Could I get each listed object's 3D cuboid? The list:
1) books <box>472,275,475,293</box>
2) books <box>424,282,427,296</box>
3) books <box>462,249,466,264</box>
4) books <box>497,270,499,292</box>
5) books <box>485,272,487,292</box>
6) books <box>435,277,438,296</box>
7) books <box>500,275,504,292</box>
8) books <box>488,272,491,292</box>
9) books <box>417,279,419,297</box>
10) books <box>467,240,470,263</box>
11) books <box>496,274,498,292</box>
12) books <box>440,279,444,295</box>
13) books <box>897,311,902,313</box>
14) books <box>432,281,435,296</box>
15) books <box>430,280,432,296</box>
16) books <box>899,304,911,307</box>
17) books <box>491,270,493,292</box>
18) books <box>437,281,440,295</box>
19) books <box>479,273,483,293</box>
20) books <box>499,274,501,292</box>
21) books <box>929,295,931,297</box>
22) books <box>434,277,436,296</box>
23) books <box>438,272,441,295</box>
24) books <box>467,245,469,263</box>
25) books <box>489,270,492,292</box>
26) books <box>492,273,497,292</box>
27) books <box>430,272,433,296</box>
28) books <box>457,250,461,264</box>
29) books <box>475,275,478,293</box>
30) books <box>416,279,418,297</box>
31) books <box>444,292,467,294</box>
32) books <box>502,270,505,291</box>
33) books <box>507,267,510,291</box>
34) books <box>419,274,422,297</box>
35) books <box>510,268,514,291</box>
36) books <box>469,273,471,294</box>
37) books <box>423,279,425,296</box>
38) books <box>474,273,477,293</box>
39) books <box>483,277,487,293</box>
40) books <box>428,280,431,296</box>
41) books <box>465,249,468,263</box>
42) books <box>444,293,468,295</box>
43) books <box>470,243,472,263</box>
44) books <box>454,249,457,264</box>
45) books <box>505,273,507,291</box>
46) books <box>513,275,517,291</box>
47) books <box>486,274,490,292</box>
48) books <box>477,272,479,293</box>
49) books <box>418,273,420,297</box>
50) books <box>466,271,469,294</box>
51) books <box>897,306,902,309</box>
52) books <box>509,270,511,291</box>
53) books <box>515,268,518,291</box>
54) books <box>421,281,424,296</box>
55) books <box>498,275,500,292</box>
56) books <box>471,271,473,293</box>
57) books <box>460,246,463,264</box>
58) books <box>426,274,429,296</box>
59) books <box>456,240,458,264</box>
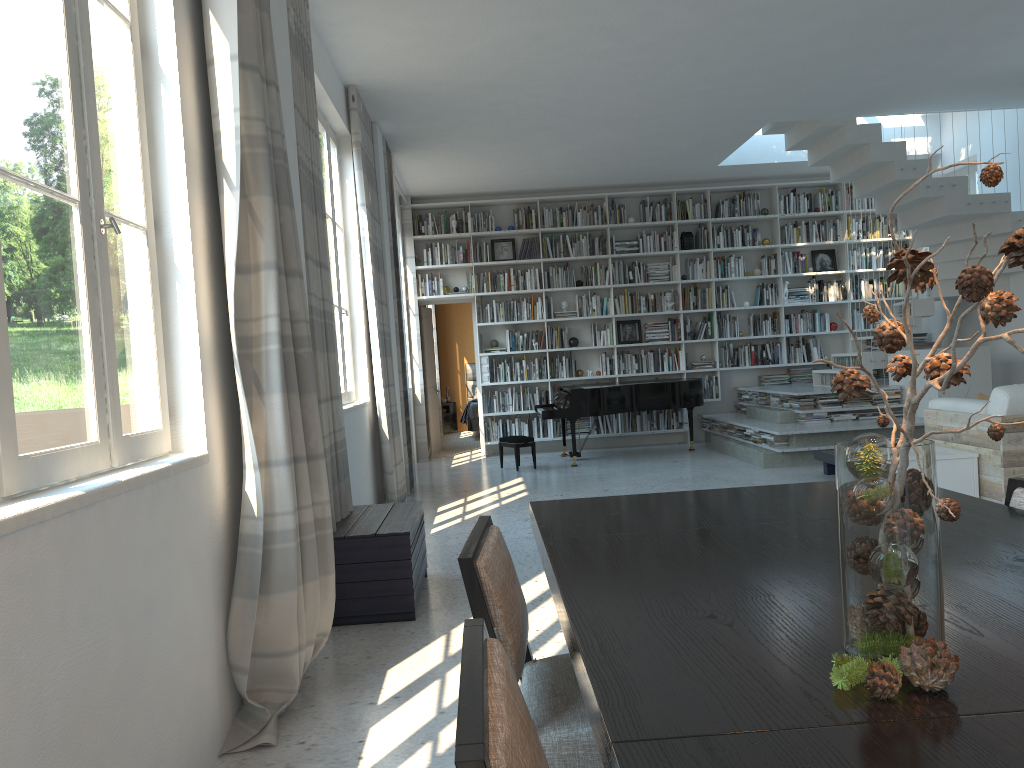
[{"bbox_3d":[-0.475,-1.219,10.951,0.021,0.224,0.231,-4,2,-2],"label":"books"},{"bbox_3d":[-1.061,-1.162,10.986,0.029,0.185,0.134,-4,2,-2],"label":"books"},{"bbox_3d":[-0.593,-1.565,10.983,0.029,0.196,0.146,-4,2,-2],"label":"books"},{"bbox_3d":[-0.175,-1.265,10.999,0.012,0.277,0.150,-4,2,-2],"label":"books"},{"bbox_3d":[-0.319,-1.249,10.989,0.010,0.263,0.150,-4,2,-2],"label":"books"},{"bbox_3d":[-0.933,-1.195,10.946,0.021,0.237,0.188,-4,2,-2],"label":"books"},{"bbox_3d":[-0.125,-1.238,10.989,0.031,0.217,0.173,-4,2,-2],"label":"books"},{"bbox_3d":[-0.276,-1.246,10.985,0.014,0.253,0.187,-4,2,-2],"label":"books"},{"bbox_3d":[-1.157,-1.174,10.957,0.013,0.222,0.162,-4,2,-2],"label":"books"},{"bbox_3d":[-0.535,-1.618,10.970,0.014,0.294,0.172,-4,2,-2],"label":"books"},{"bbox_3d":[-0.186,-1.241,11.003,0.012,0.230,0.149,-4,2,-2],"label":"books"},{"bbox_3d":[-0.865,-1.187,10.956,0.029,0.211,0.187,-4,2,-2],"label":"books"},{"bbox_3d":[4.520,-0.829,10.121,0.170,0.006,0.268,-3,1,9],"label":"books"},{"bbox_3d":[-0.965,-1.172,10.964,0.024,0.193,0.180,-4,2,-2],"label":"books"},{"bbox_3d":[-0.996,-1.177,10.967,0.011,0.206,0.163,-4,2,-2],"label":"books"},{"bbox_3d":[4.523,-0.896,10.117,0.165,0.014,0.235,-3,1,15],"label":"books"},{"bbox_3d":[-0.245,-1.260,10.978,0.011,0.277,0.164,-4,2,-2],"label":"books"},{"bbox_3d":[-0.907,-1.175,10.988,0.029,0.191,0.134,-4,2,-2],"label":"books"},{"bbox_3d":[-0.381,-1.242,10.995,0.062,0.258,0.153,-4,2,-2],"label":"books"},{"bbox_3d":[-0.147,-1.243,10.995,0.011,0.229,0.170,-4,2,-2],"label":"books"},{"bbox_3d":[4.887,-1.019,10.132,0.169,0.010,0.282,-3,1,13],"label":"books"},{"bbox_3d":[-0.949,-1.194,10.971,0.010,0.234,0.165,-4,2,-2],"label":"books"},{"bbox_3d":[-0.889,-1.230,10.967,0.013,0.299,0.179,-4,2,-2],"label":"books"},{"bbox_3d":[-0.547,-1.588,10.983,0.014,0.236,0.143,-4,2,-2],"label":"books"},{"bbox_3d":[-0.261,-1.261,10.989,0.020,0.281,0.164,-4,2,-2],"label":"books"},{"bbox_3d":[-0.216,-1.249,10.997,0.047,0.250,0.134,-4,2,-2],"label":"books"},{"bbox_3d":[-0.986,-1.222,10.948,0.013,0.297,0.187,-4,2,-2],"label":"books"},{"bbox_3d":[-0.651,-1.555,10.974,0.031,0.182,0.151,-4,2,-2],"label":"books"},{"bbox_3d":[-0.434,-1.226,10.986,0.022,0.232,0.151,-4,2,-2],"label":"books"},{"bbox_3d":[-1.171,-1.176,10.956,0.013,0.228,0.179,-4,2,-2],"label":"books"},{"bbox_3d":[-0.697,-1.123,10.985,0.285,0.012,0.159,-4,1,0],"label":"books"},{"bbox_3d":[-0.105,-1.267,10.994,0.014,0.273,0.180,-4,2,-2],"label":"books"},{"bbox_3d":[-0.046,-1.287,11.002,0.014,0.304,0.151,-4,2,-2],"label":"books"},{"bbox_3d":[-1.128,-1.206,10.957,0.023,0.282,0.170,-4,2,-2],"label":"books"},{"bbox_3d":[0.000,-1.280,10.980,0.030,0.286,0.185,-4,2,-2],"label":"books"},{"bbox_3d":[-0.520,-1.239,11.001,0.044,0.269,0.133,-4,2,-2],"label":"books"},{"bbox_3d":[-1.081,-1.178,10.959,0.010,0.220,0.181,-4,2,-2],"label":"books"},{"bbox_3d":[-0.452,-1.236,10.994,0.012,0.254,0.161,-4,2,-2],"label":"books"},{"bbox_3d":[-0.335,-1.213,10.974,0.026,0.195,0.175,-4,2,-2],"label":"books"},{"bbox_3d":[-1.014,-1.180,10.987,0.023,0.214,0.140,-4,2,-2],"label":"books"},{"bbox_3d":[-0.565,-1.563,10.969,0.026,0.188,0.154,-4,2,-2],"label":"books"},{"bbox_3d":[-0.696,-1.111,10.983,0.285,0.012,0.159,-4,1,-5],"label":"books"},{"bbox_3d":[-0.509,-1.607,10.987,0.037,0.268,0.113,-4,2,-2],"label":"books"},{"bbox_3d":[-0.694,-1.560,10.982,0.029,0.198,0.144,-4,2,-2],"label":"books"},{"bbox_3d":[-0.074,-1.252,11.000,0.047,0.238,0.162,-4,2,-2],"label":"books"},{"bbox_3d":[0.033,-1.237,10.979,0.029,0.195,0.192,-4,2,-2],"label":"books"},{"bbox_3d":[-0.298,-1.233,10.986,0.030,0.230,0.172,-4,2,-2],"label":"books"},{"bbox_3d":[-0.418,-1.242,10.978,0.012,0.263,0.180,-4,2,-2],"label":"books"},{"bbox_3d":[-1.147,-1.216,10.979,0.013,0.303,0.135,-4,2,-2],"label":"books"},{"bbox_3d":[-0.548,-1.245,10.978,0.012,0.285,0.159,-4,2,-2],"label":"books"},{"bbox_3d":[4.514,-0.881,10.120,0.190,0.015,0.230,-3,1,12],"label":"books"},{"bbox_3d":[-0.026,-1.271,10.985,0.023,0.271,0.187,-4,2,-2],"label":"books"},{"bbox_3d":[0.056,-1.285,11.005,0.025,0.286,0.161,-4,2,-2],"label":"books"},{"bbox_3d":[-1.100,-1.165,10.967,0.029,0.197,0.160,-4,2,-2],"label":"books"},{"bbox_3d":[-0.159,-1.236,10.988,0.014,0.218,0.164,-4,2,-2],"label":"books"},{"bbox_3d":[-0.493,-1.249,10.985,0.010,0.286,0.137,-4,2,-2],"label":"books"},{"bbox_3d":[-0.622,-1.579,10.953,0.029,0.229,0.191,-4,2,-2],"label":"books"},{"bbox_3d":[-1.038,-1.212,10.968,0.022,0.281,0.156,-4,2,-2],"label":"books"},{"bbox_3d":[-0.676,-1.613,10.956,0.012,0.303,0.189,-4,2,-2],"label":"books"}]
